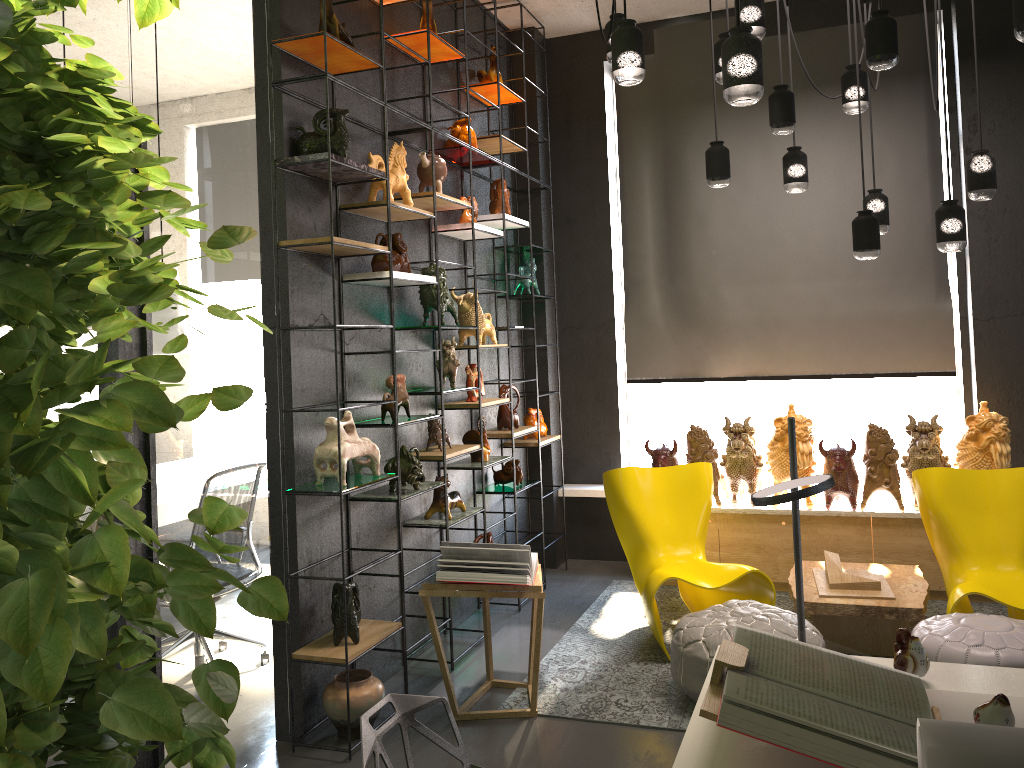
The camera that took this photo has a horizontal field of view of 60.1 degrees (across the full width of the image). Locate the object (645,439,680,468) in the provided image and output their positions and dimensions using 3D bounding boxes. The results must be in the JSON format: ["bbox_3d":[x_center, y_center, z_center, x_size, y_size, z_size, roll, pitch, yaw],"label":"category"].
[{"bbox_3d":[1.046,0.567,5.880,0.219,0.441,0.463,-3,0,25],"label":"object"}]

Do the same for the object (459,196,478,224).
[{"bbox_3d":[-0.245,-1.025,5.260,0.107,0.210,0.234,-3,0,37],"label":"object"}]

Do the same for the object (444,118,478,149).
[{"bbox_3d":[-0.317,-1.467,5.286,0.139,0.222,0.277,-2,0,-39],"label":"object"}]

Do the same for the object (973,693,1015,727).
[{"bbox_3d":[0.934,0.635,1.721,0.081,0.088,0.082,-2,0,40],"label":"object"}]

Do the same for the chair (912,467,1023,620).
[{"bbox_3d":[2.414,0.881,4.403,0.657,0.897,1.070,-2,1,15],"label":"chair"}]

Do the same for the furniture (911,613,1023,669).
[{"bbox_3d":[1.972,1.191,3.643,0.614,0.420,0.610,-2,1,14],"label":"furniture"}]

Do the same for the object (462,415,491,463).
[{"bbox_3d":[-0.195,0.319,5.193,0.123,0.271,0.227,-3,0,20],"label":"object"}]

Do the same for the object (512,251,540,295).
[{"bbox_3d":[0.096,-0.777,6.168,0.152,0.333,0.289,-3,0,13],"label":"object"}]

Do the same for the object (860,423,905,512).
[{"bbox_3d":[2.296,0.494,5.473,0.249,0.546,0.475,-3,0,28],"label":"object"}]

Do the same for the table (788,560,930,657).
[{"bbox_3d":[1.808,1.189,4.619,0.693,0.309,0.830,-2,2,20],"label":"table"}]

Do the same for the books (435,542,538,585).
[{"bbox_3d":[-0.101,0.792,3.974,0.400,0.233,0.482,-2,2,7],"label":"books"}]

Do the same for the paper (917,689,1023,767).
[{"bbox_3d":[0.948,0.600,1.506,0.492,0.192,0.674,-2,2,20],"label":"paper"}]

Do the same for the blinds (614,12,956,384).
[{"bbox_3d":[-0.800,-0.865,6.624,12.695,3.313,3.527,0,2,41],"label":"blinds"}]

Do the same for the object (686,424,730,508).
[{"bbox_3d":[1.291,0.519,5.842,0.249,0.546,0.475,-3,0,28],"label":"object"}]

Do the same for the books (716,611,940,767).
[{"bbox_3d":[0.619,0.604,1.727,0.394,0.169,0.486,-2,2,17],"label":"books"}]

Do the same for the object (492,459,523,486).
[{"bbox_3d":[-0.031,0.566,5.675,0.210,0.169,0.105,-2,0,20],"label":"object"}]

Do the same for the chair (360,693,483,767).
[{"bbox_3d":[0.000,1.116,1.913,0.604,0.802,0.565,-2,0,33],"label":"chair"}]

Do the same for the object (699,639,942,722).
[{"bbox_3d":[0.607,0.616,1.714,0.428,0.174,0.375,-2,2,20],"label":"object"}]

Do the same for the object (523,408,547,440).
[{"bbox_3d":[0.163,0.269,6.173,0.138,0.222,0.278,-3,1,21],"label":"object"}]

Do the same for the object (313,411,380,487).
[{"bbox_3d":[-0.707,0.267,3.822,0.164,0.304,0.341,-3,0,25],"label":"object"}]

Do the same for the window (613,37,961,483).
[{"bbox_3d":[1.921,-0.873,6.432,2.306,3.172,0.051,-2,-2,20],"label":"window"}]

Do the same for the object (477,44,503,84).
[{"bbox_3d":[-0.155,-2.025,5.714,0.097,0.290,0.289,-2,0,-31],"label":"object"}]

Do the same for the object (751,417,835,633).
[{"bbox_3d":[0.646,0.386,2.015,0.240,0.602,0.239,-1,-2,-43],"label":"object"}]

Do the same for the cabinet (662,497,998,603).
[{"bbox_3d":[2.234,1.022,5.486,2.727,0.531,0.404,-1,0,20],"label":"cabinet"}]

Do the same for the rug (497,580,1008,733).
[{"bbox_3d":[1.998,1.344,4.322,3.592,0.010,2.192,-1,3,20],"label":"rug"}]

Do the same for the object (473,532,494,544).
[{"bbox_3d":[-0.168,1.006,5.134,0.126,0.250,0.253,-3,0,20],"label":"object"}]

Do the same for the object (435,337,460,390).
[{"bbox_3d":[-0.356,-0.111,4.737,0.131,0.280,0.207,-2,0,-22],"label":"object"}]

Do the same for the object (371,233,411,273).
[{"bbox_3d":[-0.588,-0.632,4.269,0.138,0.222,0.278,-2,1,20],"label":"object"}]

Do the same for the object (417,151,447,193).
[{"bbox_3d":[-0.429,-1.122,4.763,0.164,0.267,0.237,-2,0,-8],"label":"object"}]

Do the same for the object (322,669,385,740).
[{"bbox_3d":[-0.672,1.362,3.763,0.265,0.239,0.266,-2,1,20],"label":"object"}]

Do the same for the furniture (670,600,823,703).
[{"bbox_3d":[1.058,1.205,3.973,0.678,0.383,0.680,-2,2,20],"label":"furniture"}]

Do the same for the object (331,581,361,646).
[{"bbox_3d":[-0.711,0.959,3.786,0.126,0.250,0.253,-2,0,-10],"label":"object"}]

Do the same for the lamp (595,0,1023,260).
[{"bbox_3d":[1.369,-1.677,3.244,2.678,2.276,2.840,-3,1,-26],"label":"lamp"}]

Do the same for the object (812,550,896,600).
[{"bbox_3d":[1.755,0.970,4.582,0.350,0.136,0.520,-2,2,15],"label":"object"}]

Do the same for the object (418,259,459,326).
[{"bbox_3d":[-0.398,-0.485,4.738,0.167,0.357,0.255,-3,0,25],"label":"object"}]

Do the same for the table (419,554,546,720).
[{"bbox_3d":[-0.025,1.133,4.009,0.495,0.620,0.734,-2,1,21],"label":"table"}]

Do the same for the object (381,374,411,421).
[{"bbox_3d":[-0.560,0.065,4.248,0.119,0.220,0.212,-2,0,4],"label":"object"}]

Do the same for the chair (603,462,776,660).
[{"bbox_3d":[0.918,0.917,4.961,0.658,0.897,1.068,-2,1,-10],"label":"chair"}]

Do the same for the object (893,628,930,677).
[{"bbox_3d":[0.907,0.616,2.023,0.087,0.102,0.077,-2,0,44],"label":"object"}]

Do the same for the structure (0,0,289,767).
[{"bbox_3d":[-1.292,0.192,1.133,2.355,5.464,1.558,-3,-1,34],"label":"structure"}]

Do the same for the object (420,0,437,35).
[{"bbox_3d":[-0.463,-2.008,4.805,0.116,0.359,0.198,-2,-1,-10],"label":"object"}]

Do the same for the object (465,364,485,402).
[{"bbox_3d":[-0.216,-0.009,5.228,0.060,0.223,0.267,-3,1,21],"label":"object"}]

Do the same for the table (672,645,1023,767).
[{"bbox_3d":[0.501,0.807,0.766,0.986,0.120,2.908,-1,3,20],"label":"table"}]

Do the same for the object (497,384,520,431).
[{"bbox_3d":[-0.030,0.148,5.671,0.114,0.290,0.249,-3,0,20],"label":"object"}]

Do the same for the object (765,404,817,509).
[{"bbox_3d":[1.780,0.446,5.618,0.307,0.656,0.469,-3,0,25],"label":"object"}]

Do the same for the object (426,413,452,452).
[{"bbox_3d":[-0.390,0.253,4.726,0.096,0.210,0.183,-3,0,23],"label":"object"}]

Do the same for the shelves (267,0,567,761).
[{"bbox_3d":[-0.327,-0.547,4.995,0.274,3.913,2.994,-3,0,20],"label":"shelves"}]

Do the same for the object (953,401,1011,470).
[{"bbox_3d":[2.784,0.422,5.250,0.307,0.656,0.469,-3,0,25],"label":"object"}]

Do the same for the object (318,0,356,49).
[{"bbox_3d":[-0.772,-1.617,3.828,0.116,0.359,0.198,-3,-1,20],"label":"object"}]

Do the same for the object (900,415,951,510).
[{"bbox_3d":[2.490,0.464,5.370,0.271,0.580,0.430,-3,0,13],"label":"object"}]

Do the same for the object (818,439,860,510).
[{"bbox_3d":[2.050,0.542,5.512,0.219,0.441,0.463,-3,0,25],"label":"object"}]

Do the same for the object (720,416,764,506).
[{"bbox_3d":[1.485,0.489,5.739,0.271,0.580,0.430,-3,0,13],"label":"object"}]

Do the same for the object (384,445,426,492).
[{"bbox_3d":[-0.525,0.397,4.263,0.192,0.221,0.403,-2,2,-10],"label":"object"}]

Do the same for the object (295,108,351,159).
[{"bbox_3d":[-0.829,-1.067,3.836,0.253,0.250,0.126,-2,-1,-5],"label":"object"}]

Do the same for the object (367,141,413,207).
[{"bbox_3d":[-0.601,-1.029,4.305,0.170,0.363,0.376,-3,0,15],"label":"object"}]

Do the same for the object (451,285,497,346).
[{"bbox_3d":[-0.212,-0.397,5.214,0.175,0.352,0.369,-3,0,25],"label":"object"}]

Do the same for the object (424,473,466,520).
[{"bbox_3d":[-0.335,0.585,4.730,0.155,0.236,0.309,-2,1,24],"label":"object"}]

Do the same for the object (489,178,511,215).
[{"bbox_3d":[-0.082,-1.185,5.710,0.126,0.250,0.253,-2,0,-10],"label":"object"}]
